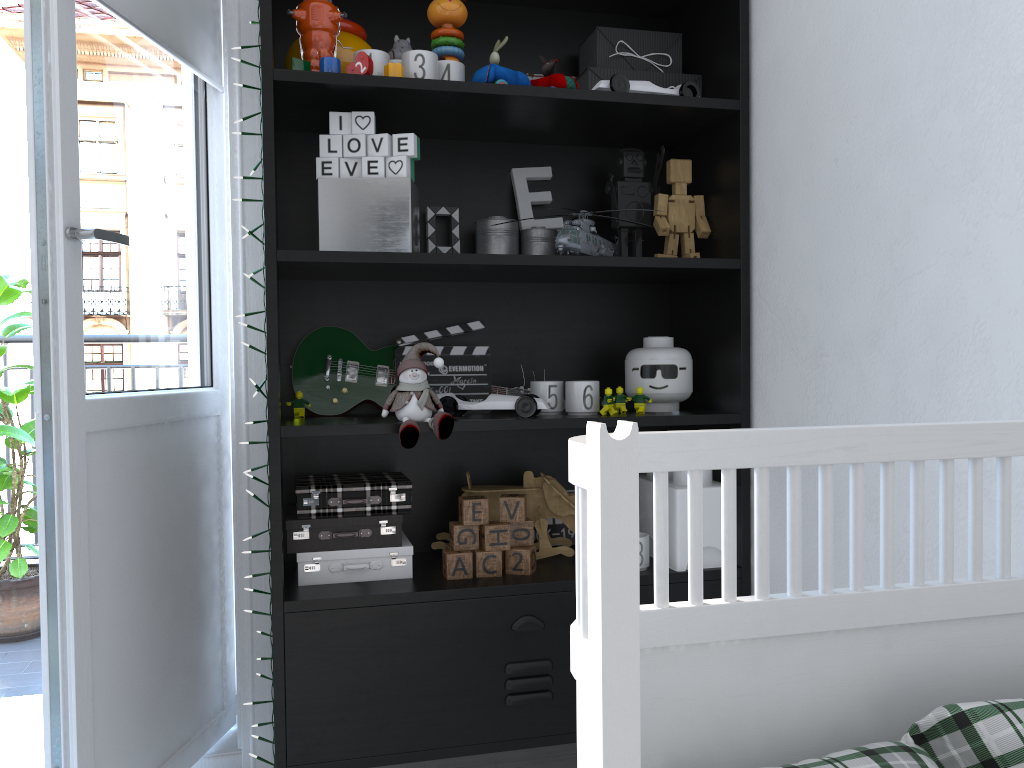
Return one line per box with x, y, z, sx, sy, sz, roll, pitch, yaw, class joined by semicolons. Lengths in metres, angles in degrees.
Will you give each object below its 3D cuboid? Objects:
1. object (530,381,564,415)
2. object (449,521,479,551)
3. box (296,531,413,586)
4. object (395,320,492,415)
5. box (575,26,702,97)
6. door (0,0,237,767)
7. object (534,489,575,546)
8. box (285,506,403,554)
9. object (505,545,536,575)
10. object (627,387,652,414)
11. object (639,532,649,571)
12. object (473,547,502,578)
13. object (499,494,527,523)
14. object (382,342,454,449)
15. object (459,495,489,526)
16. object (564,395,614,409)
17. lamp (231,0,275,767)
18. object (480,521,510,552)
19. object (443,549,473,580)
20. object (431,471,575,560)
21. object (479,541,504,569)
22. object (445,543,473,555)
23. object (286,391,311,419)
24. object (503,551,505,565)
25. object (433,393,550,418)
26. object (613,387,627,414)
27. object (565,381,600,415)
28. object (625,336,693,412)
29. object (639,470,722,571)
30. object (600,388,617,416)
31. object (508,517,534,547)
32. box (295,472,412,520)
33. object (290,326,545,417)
0.071;0.028;1.792;0.067;0.067;0.067;-1;1;0;object
-0.093;0.294;1.721;0.050;0.050;0.050;-1;2;-14;object
-0.312;0.339;1.739;0.215;0.062;0.179;-1;1;-14;box
-0.143;-0.035;1.851;0.201;0.199;0.048;-1;2;-14;object
0.261;-0.645;1.883;0.251;0.189;0.179;-1;2;-14;box
-1.182;-0.127;1.601;1.263;1.839;0.636;-1;2;-12;door
0.130;0.298;1.986;0.347;0.120;0.034;-1;2;-14;object
-0.331;0.278;1.732;0.215;0.062;0.179;-1;1;-14;box
0.017;0.342;1.730;0.050;0.050;0.050;0;2;16;object
0.253;0.033;1.759;0.042;0.054;0.031;0;2;31;object
0.237;0.330;1.749;0.067;0.067;0.067;-1;1;0;object
-0.047;0.344;1.713;0.050;0.050;0.050;-1;2;-9;object
0.002;0.243;1.738;0.050;0.050;0.050;-1;2;6;object
-0.165;0.018;1.572;0.110;0.186;0.129;-1;2;-27;object
-0.074;0.245;1.717;0.050;0.050;0.050;-1;2;-14;object
0.145;0.040;1.925;0.163;0.034;0.069;-1;1;-14;object
-0.056;-0.010;1.839;0.985;1.684;0.095;-1;2;-17;lamp
-0.033;0.294;1.716;0.050;0.050;0.050;-1;2;-14;object
-0.104;0.345;1.699;0.050;0.050;0.050;-1;2;-14;object
0.003;0.274;1.862;0.337;0.186;0.111;-1;2;1;object
-0.046;0.342;1.769;0.050;0.050;0.050;-1;2;-14;object
-0.103;0.343;1.756;0.050;0.050;0.050;-1;2;-14;object
-0.417;0.041;1.732;0.042;0.054;0.031;-1;2;-4;object
0.010;0.341;1.788;0.050;0.050;0.050;-1;2;-14;object
-0.042;0.041;1.724;0.230;0.048;0.098;0;1;11;object
0.216;0.033;1.780;0.042;0.054;0.031;-1;2;-14;object
0.140;0.028;1.761;0.067;0.067;0.067;-1;1;0;object
0.307;-0.018;1.854;0.139;0.162;0.139;-2;2;-39;object
0.349;0.261;1.858;0.132;0.199;0.267;-1;1;-14;object
0.188;0.034;1.719;0.031;0.054;0.042;1;2;36;object
0.013;0.292;1.755;0.050;0.050;0.050;-1;2;-14;object
-0.313;0.217;1.736;0.215;0.062;0.179;-1;1;-14;box
-0.188;-0.004;1.868;0.542;0.239;0.093;-1;2;-13;object
